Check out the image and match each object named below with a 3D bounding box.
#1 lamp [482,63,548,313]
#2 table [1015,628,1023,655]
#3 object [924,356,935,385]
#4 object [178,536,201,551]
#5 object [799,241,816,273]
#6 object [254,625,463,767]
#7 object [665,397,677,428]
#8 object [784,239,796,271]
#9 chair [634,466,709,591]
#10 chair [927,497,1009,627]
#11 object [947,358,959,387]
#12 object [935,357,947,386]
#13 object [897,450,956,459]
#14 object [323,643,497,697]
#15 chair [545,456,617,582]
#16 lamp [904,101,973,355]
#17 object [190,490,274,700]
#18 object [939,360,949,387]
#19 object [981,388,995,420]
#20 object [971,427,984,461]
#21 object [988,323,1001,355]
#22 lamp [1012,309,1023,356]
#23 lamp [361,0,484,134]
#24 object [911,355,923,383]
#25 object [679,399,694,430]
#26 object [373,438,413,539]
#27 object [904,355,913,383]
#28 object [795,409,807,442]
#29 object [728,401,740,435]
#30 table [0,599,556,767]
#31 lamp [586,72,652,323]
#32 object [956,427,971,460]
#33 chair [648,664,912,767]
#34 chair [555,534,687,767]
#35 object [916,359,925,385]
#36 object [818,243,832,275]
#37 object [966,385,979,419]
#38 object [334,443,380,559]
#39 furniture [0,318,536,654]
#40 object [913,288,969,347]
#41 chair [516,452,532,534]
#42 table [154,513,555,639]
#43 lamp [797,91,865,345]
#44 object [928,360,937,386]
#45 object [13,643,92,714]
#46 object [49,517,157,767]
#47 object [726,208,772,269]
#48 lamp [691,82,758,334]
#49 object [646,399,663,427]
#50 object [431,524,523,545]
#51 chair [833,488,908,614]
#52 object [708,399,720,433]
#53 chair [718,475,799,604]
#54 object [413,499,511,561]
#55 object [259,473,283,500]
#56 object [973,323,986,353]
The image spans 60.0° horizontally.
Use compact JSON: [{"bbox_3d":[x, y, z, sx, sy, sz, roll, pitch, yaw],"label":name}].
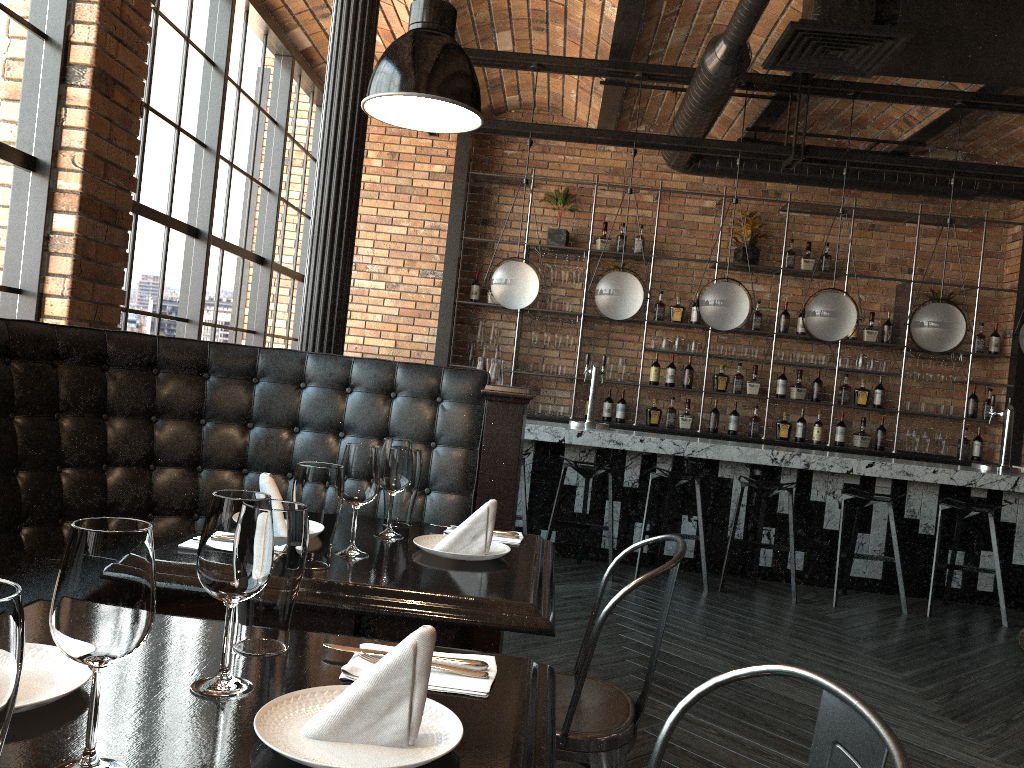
[{"bbox_3d":[0.092,-1.375,6.238,0.340,1.754,0.340,6,0,-41],"label":"lamp"},{"bbox_3d":[1.463,0.949,1.768,0.866,0.758,0.866,6,0,-34],"label":"table"},{"bbox_3d":[3.663,-0.121,7.773,0.092,0.244,0.092,6,0,42],"label":"object"},{"bbox_3d":[-0.571,0.347,1.914,0.255,0.019,0.157,6,0,3],"label":"object"},{"bbox_3d":[2.639,-1.132,7.915,0.123,0.279,0.123,6,0,6],"label":"object"},{"bbox_3d":[-0.166,0.338,0.999,0.232,0.139,0.232,6,0,0],"label":"object"},{"bbox_3d":[1.432,0.255,7.969,0.083,0.282,0.083,6,0,3],"label":"object"},{"bbox_3d":[2.485,-1.151,7.920,0.083,0.282,0.083,6,0,3],"label":"object"},{"bbox_3d":[1.020,0.897,5.698,0.475,0.737,0.414,6,0,-2],"label":"chair"},{"bbox_3d":[2.849,1.088,5.613,0.475,0.737,0.414,6,0,8],"label":"chair"},{"bbox_3d":[3.864,-0.100,7.764,0.092,0.244,0.092,6,0,42],"label":"object"},{"bbox_3d":[3.761,-0.110,7.769,0.092,0.244,0.092,6,0,42],"label":"object"},{"bbox_3d":[3.645,0.619,7.810,0.437,0.019,0.273,6,0,3],"label":"object"},{"bbox_3d":[-0.149,0.394,1.256,0.255,0.019,0.157,6,0,3],"label":"object"},{"bbox_3d":[0.460,0.838,5.725,0.475,0.737,0.414,6,0,8],"label":"chair"},{"bbox_3d":[3.004,-1.070,6.101,0.340,1.754,0.340,6,0,-41],"label":"lamp"},{"bbox_3d":[-0.350,0.259,1.109,0.092,0.244,0.092,6,0,-37],"label":"object"},{"bbox_3d":[3.872,-0.100,7.929,0.092,0.244,0.092,6,0,42],"label":"object"},{"bbox_3d":[4.215,0.180,7.839,0.083,0.282,0.083,6,0,13],"label":"object"},{"bbox_3d":[4.127,0.529,7.856,0.086,0.298,0.086,6,0,-38],"label":"object"},{"bbox_3d":[4.282,-0.395,7.863,0.086,0.298,0.086,6,0,-33],"label":"object"},{"bbox_3d":[3.732,-0.994,6.067,0.340,1.754,0.340,6,0,-41],"label":"lamp"},{"bbox_3d":[-0.126,-1.457,2.099,0.291,1.653,0.291,6,0,-42],"label":"lamp"},{"bbox_3d":[3.553,-0.132,7.778,0.092,0.244,0.092,6,0,42],"label":"object"},{"bbox_3d":[1.568,0.272,7.949,0.123,0.279,0.123,6,0,16],"label":"object"},{"bbox_3d":[-0.298,0.260,2.220,0.092,0.244,0.092,6,0,-37],"label":"object"},{"bbox_3d":[3.561,-0.132,7.943,0.092,0.244,0.092,6,0,42],"label":"object"},{"bbox_3d":[2.587,0.368,7.928,0.086,0.298,0.086,6,0,-38],"label":"object"},{"bbox_3d":[1.993,0.305,7.950,0.086,0.298,0.086,6,0,-38],"label":"object"},{"bbox_3d":[-0.419,0.756,0.997,0.872,0.758,0.872,6,0,3],"label":"table"},{"bbox_3d":[0.820,-1.299,6.203,0.340,1.754,0.340,6,0,-41],"label":"lamp"},{"bbox_3d":[4.002,0.523,7.848,0.083,0.282,0.083,6,0,-12],"label":"object"},{"bbox_3d":[0.084,0.758,1.002,0.558,0.857,0.504,6,0,-2],"label":"chair"},{"bbox_3d":[0.076,0.753,2.047,0.558,0.857,0.504,6,0,8],"label":"chair"},{"bbox_3d":[3.670,-0.121,7.938,0.092,0.244,0.092,6,0,42],"label":"object"},{"bbox_3d":[2.796,-1.118,7.906,0.083,0.282,0.083,6,0,-12],"label":"object"},{"bbox_3d":[4.081,0.158,7.848,0.086,0.299,0.086,6,0,-38],"label":"object"},{"bbox_3d":[-0.343,0.256,1.961,0.092,0.244,0.092,6,0,-37],"label":"object"},{"bbox_3d":[-1.064,0.461,1.029,1.979,1.212,5.451,6,0,3],"label":"furniture"},{"bbox_3d":[3.779,-0.577,7.825,0.374,0.560,0.398,6,0,-25],"label":"object"},{"bbox_3d":[-0.107,0.779,5.751,0.475,0.737,0.414,6,0,-7],"label":"chair"},{"bbox_3d":[-0.368,0.757,2.100,0.872,0.758,0.872,6,0,3],"label":"table"},{"bbox_3d":[2.276,-1.147,6.135,0.340,1.754,0.340,6,0,-41],"label":"lamp"},{"bbox_3d":[3.769,-0.110,7.933,0.092,0.244,0.092,6,0,42],"label":"object"},{"bbox_3d":[-0.607,0.292,1.025,0.232,0.139,0.232,6,0,-3],"label":"object"},{"bbox_3d":[-0.395,0.255,0.850,0.092,0.244,0.092,6,0,42],"label":"object"},{"bbox_3d":[2.111,-1.312,7.975,0.425,0.526,0.430,6,0,5],"label":"object"},{"bbox_3d":[1.548,-1.223,6.169,0.340,1.754,0.340,6,0,-41],"label":"lamp"},{"bbox_3d":[1.277,0.257,7.975,0.151,0.248,0.094,6,0,-8],"label":"object"},{"bbox_3d":[-0.097,0.394,2.367,0.255,0.019,0.157,6,0,3],"label":"object"},{"bbox_3d":[2.234,1.024,5.641,0.475,0.737,0.414,6,0,-2],"label":"chair"},{"bbox_3d":[1.811,0.286,7.926,0.086,0.297,0.086,6,0,37],"label":"object"},{"bbox_3d":[1.597,0.957,5.671,0.475,0.737,0.414,6,0,13],"label":"chair"},{"bbox_3d":[-0.114,0.338,2.110,0.232,0.139,0.232,6,0,0],"label":"object"},{"bbox_3d":[-0.555,0.292,2.137,0.232,0.139,0.232,6,0,-3],"label":"object"},{"bbox_3d":[4.140,-0.401,7.843,0.083,0.282,0.083,6,0,18],"label":"object"}]
